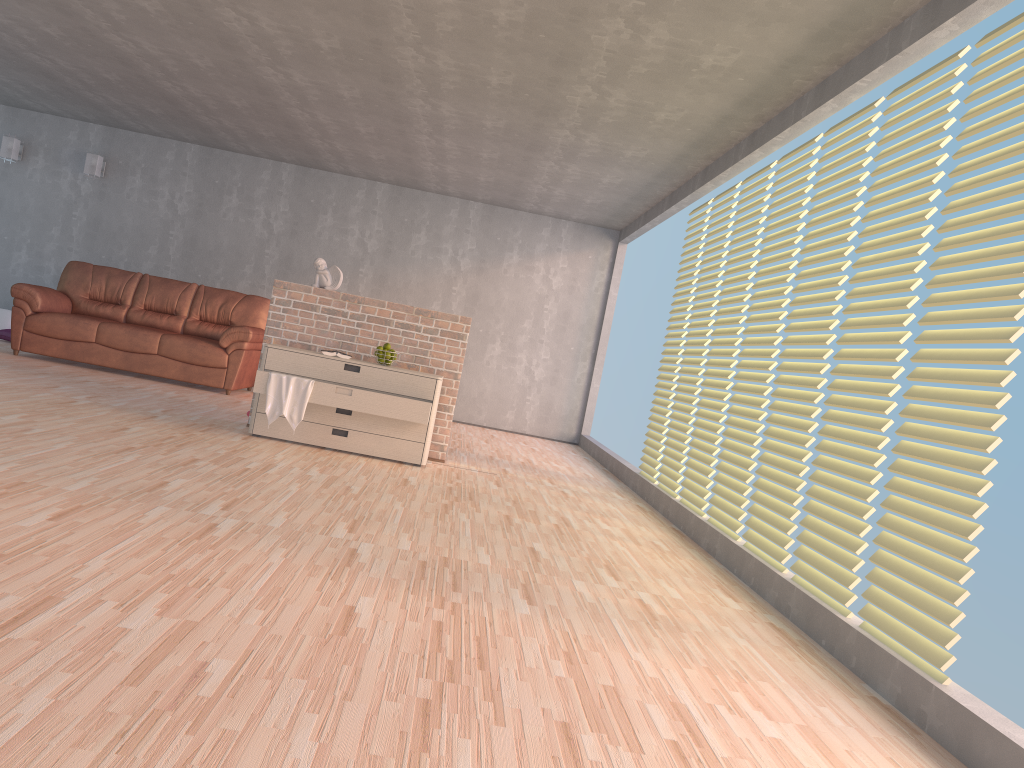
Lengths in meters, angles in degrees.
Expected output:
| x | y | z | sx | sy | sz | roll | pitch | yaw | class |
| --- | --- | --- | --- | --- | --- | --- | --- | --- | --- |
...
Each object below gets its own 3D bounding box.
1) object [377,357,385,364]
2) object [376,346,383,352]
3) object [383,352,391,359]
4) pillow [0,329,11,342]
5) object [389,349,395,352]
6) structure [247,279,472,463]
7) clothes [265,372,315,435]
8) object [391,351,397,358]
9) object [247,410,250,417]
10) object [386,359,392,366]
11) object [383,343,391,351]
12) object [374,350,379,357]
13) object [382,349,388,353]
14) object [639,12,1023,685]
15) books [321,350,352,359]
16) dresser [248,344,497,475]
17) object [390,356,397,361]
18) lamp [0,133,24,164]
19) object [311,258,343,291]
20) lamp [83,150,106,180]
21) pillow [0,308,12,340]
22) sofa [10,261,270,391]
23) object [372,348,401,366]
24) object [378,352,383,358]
| x | y | z | sx | sy | sz | roll | pitch | yaw | class |
| --- | --- | --- | --- | --- | --- | --- | --- | --- | --- |
| -0.895 | -0.165 | 6.065 | 0.060 | 0.055 | 0.059 | 12 | 2 | 41 | object |
| -0.901 | -0.238 | 6.037 | 0.046 | 0.045 | 0.046 | 11 | 2 | -4 | object |
| -0.851 | -0.192 | 6.029 | 0.057 | 0.057 | 0.057 | 12 | 2 | 29 | object |
| -5.179 | -0.501 | 9.302 | 0.392 | 0.130 | 0.365 | 11 | 2 | 17 | pillow |
| -0.824 | -0.219 | 6.080 | 0.043 | 0.043 | 0.039 | 10 | 2 | -18 | object |
| -1.085 | -0.090 | 6.388 | 1.422 | 1.057 | 0.211 | 11 | 2 | -4 | structure |
| -1.418 | 0.129 | 5.624 | 0.325 | 0.369 | 0.097 | 11 | 2 | -3 | clothes |
| -0.808 | -0.202 | 6.042 | 0.047 | 0.047 | 0.046 | 12 | 2 | 34 | object |
| -1.958 | 0.236 | 6.834 | 0.078 | 0.066 | 0.192 | 12 | 2 | 32 | object |
| -0.841 | -0.150 | 6.064 | 0.046 | 0.048 | 0.048 | 11 | 2 | -15 | object |
| -0.857 | -0.255 | 6.082 | 0.054 | 0.056 | 0.054 | 11 | 2 | -4 | object |
| -0.917 | -0.208 | 6.062 | 0.046 | 0.044 | 0.046 | 11 | 2 | -8 | object |
| -0.868 | -0.220 | 6.054 | 0.039 | 0.038 | 0.039 | 12 | 2 | 25 | object |
| 1.319 | -0.227 | 4.713 | 0.044 | 2.114 | 4.372 | 11 | 2 | -4 | object |
| -1.188 | -0.205 | 5.998 | 0.209 | 0.040 | 0.146 | 11 | 2 | -14 | books |
| -0.860 | 0.193 | 5.947 | 1.686 | 0.612 | 0.605 | 11 | 2 | -4 | dresser |
| -0.820 | -0.184 | 6.103 | 0.053 | 0.054 | 0.053 | 12 | 2 | 32 | object |
| -5.375 | -2.523 | 9.516 | 0.165 | 0.319 | 0.168 | 11 | 2 | -4 | lamp |
| -1.324 | -0.783 | 6.343 | 0.216 | 0.218 | 0.131 | 11 | 2 | -4 | object |
| -4.509 | -2.357 | 9.576 | 0.165 | 0.319 | 0.177 | 11 | 2 | -4 | lamp |
| -5.464 | -0.643 | 9.433 | 0.327 | 0.326 | 0.241 | 11 | 2 | 0 | pillow |
| -3.487 | -0.592 | 8.512 | 2.202 | 0.923 | 0.981 | 11 | 2 | -4 | sofa |
| -0.866 | -0.177 | 6.078 | 0.202 | 0.104 | 0.202 | 11 | 2 | -10 | object |
| -0.892 | -0.199 | 6.027 | 0.038 | 0.040 | 0.039 | 11 | 2 | 5 | object |
